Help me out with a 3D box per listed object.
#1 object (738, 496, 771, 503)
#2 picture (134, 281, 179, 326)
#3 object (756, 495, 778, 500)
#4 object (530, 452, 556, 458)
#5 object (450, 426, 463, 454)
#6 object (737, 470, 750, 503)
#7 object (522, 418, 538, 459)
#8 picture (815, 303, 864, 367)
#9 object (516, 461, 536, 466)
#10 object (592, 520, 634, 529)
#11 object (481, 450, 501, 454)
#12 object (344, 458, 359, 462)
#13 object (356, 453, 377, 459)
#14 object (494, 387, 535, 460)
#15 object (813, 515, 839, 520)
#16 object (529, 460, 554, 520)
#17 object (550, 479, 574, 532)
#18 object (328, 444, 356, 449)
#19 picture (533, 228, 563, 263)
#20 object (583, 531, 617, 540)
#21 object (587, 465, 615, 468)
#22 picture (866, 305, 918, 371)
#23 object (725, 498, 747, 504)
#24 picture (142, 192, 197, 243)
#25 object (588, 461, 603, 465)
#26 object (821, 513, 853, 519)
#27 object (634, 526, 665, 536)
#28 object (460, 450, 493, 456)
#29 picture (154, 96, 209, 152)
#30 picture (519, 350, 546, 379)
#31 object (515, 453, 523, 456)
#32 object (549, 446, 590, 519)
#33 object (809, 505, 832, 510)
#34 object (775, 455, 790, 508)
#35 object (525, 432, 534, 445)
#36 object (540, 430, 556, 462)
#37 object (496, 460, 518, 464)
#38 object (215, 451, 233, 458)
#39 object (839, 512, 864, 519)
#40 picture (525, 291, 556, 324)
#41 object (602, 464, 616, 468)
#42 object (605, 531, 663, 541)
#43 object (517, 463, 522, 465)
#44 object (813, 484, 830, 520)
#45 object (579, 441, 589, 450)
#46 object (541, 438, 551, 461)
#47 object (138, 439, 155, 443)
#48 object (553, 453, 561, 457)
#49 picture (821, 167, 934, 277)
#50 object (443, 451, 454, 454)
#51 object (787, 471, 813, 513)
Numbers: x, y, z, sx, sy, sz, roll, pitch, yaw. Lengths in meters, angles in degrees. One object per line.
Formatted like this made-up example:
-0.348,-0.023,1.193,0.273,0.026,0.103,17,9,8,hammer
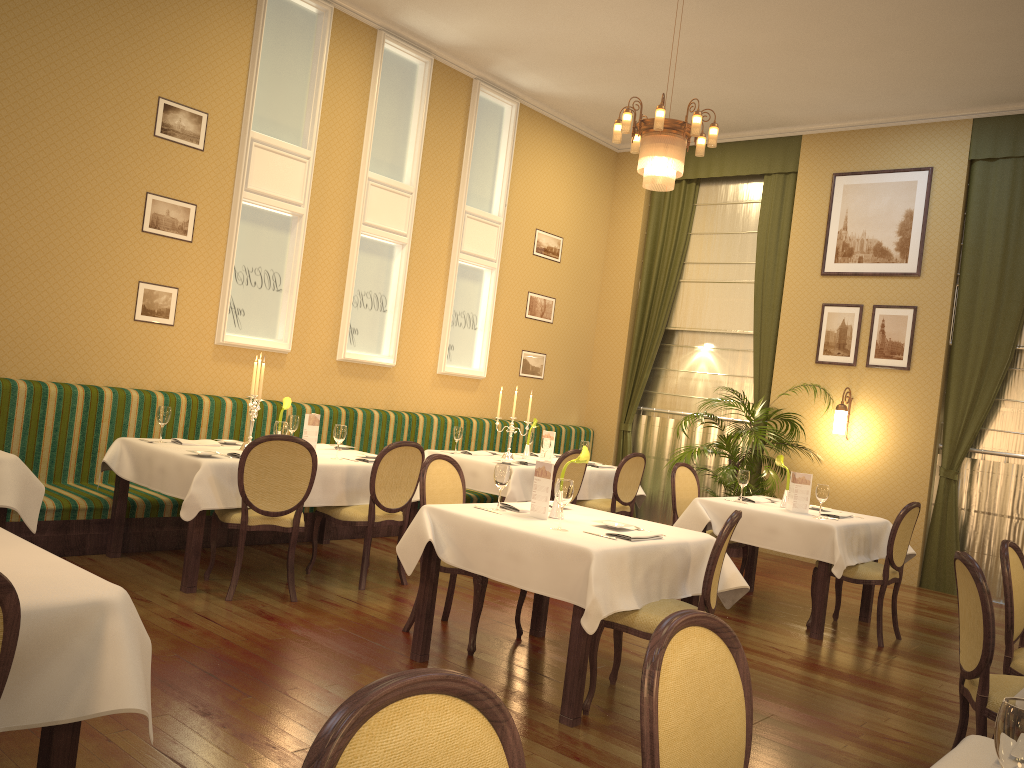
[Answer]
1.810,0.863,6.617,0.142,0.033,0.273,7,-1,40,object
-2.647,-0.596,6.608,0.008,0.294,0.313,7,-1,40,picture
1.960,0.886,6.841,0.160,0.024,0.160,7,-1,40,object
0.287,0.687,8.565,0.142,0.033,0.273,7,-1,40,object
-0.476,0.485,7.674,0.088,0.229,0.088,7,0,-2,object
1.682,0.744,6.469,0.088,0.229,0.088,7,0,-2,object
0.169,0.494,8.053,0.076,0.375,0.163,7,0,27,object
3.291,-0.499,8.928,0.412,0.619,0.022,7,-1,40,picture
0.166,0.664,7.440,0.142,0.033,0.273,7,-1,40,object
0.490,0.686,4.288,0.160,0.024,0.160,7,-1,40,object
-0.180,0.629,8.089,0.160,0.024,0.160,7,-1,40,object
-1.096,0.507,5.974,0.185,0.010,0.017,7,-1,41,object
-0.997,0.515,6.278,0.160,0.024,0.160,7,-1,40,object
0.004,0.335,7.776,0.131,0.655,0.390,7,-1,-44,object
2.130,0.907,6.037,0.185,0.010,0.017,7,-1,41,object
0.143,0.517,4.357,0.081,0.277,0.166,7,0,-3,object
0.228,0.548,4.017,0.088,0.229,0.088,7,0,-7,object
-1.301,0.481,6.737,0.160,0.024,0.160,7,-1,40,object
0.412,-1.560,10.034,0.008,0.294,0.504,7,-1,40,picture
0.392,0.678,3.985,0.185,0.010,0.017,7,-1,41,object
0.815,0.754,8.128,0.142,0.024,0.273,7,-1,40,object
3.675,-0.454,8.598,0.412,0.619,0.022,7,-1,40,picture
1.620,0.847,6.399,0.185,0.010,0.017,7,-1,42,object
-2.556,-1.241,6.626,0.008,0.294,0.401,7,-1,40,picture
0.741,0.744,8.330,0.160,0.024,0.160,7,-1,40,object
2.286,0.923,6.241,0.142,0.024,0.273,7,-1,40,object
0.664,0.712,4.286,0.181,0.015,0.038,7,-1,42,object
-0.309,0.608,7.803,0.142,0.033,0.273,7,-1,40,object
-2.469,-1.940,6.631,0.008,0.294,0.401,7,-1,40,picture
0.237,-0.215,10.014,0.008,0.294,0.437,7,-1,40,picture
0.098,0.671,8.347,0.185,0.010,0.017,7,-1,42,object
0.284,0.484,4.385,0.163,0.375,0.076,7,0,17,object
2.260,0.921,6.565,0.160,0.024,0.160,7,-1,40,object
1.982,0.708,6.465,0.076,0.375,0.163,7,0,-28,object
0.159,0.569,8.417,0.088,0.229,0.088,7,0,-2,object
0.299,0.561,8.030,0.081,0.277,0.166,7,0,-33,object
-0.045,0.639,7.200,0.160,0.024,0.160,7,-1,40,object
-1.720,0.423,5.297,0.181,0.015,0.038,7,-1,42,object
2.447,0.947,6.391,0.181,0.015,0.038,7,-1,42,object
0.326,-0.861,10.029,0.008,0.294,0.504,7,-1,40,picture
0.914,0.770,8.328,0.181,0.015,0.038,7,-1,42,object
0.565,0.695,4.086,0.142,0.024,0.273,7,-1,40,object
0.018,0.652,7.350,0.181,0.015,0.038,7,-1,42,object
2.078,0.790,5.957,0.088,0.229,0.088,7,0,-2,object
0.638,0.625,7.913,0.088,0.229,0.088,7,0,-2,object
0.283,0.579,7.599,0.088,0.229,0.088,7,0,-2,object
-2.288,0.354,5.557,0.181,0.015,0.038,7,-1,42,object
0.437,0.710,8.790,0.160,0.024,0.160,7,-1,40,object
3.597,-1.595,8.787,0.966,1.057,0.027,7,-1,40,picture
-0.550,0.584,7.610,0.181,0.015,0.038,7,-1,42,object
2.007,0.761,6.246,0.081,0.277,0.166,7,-1,-43,object
